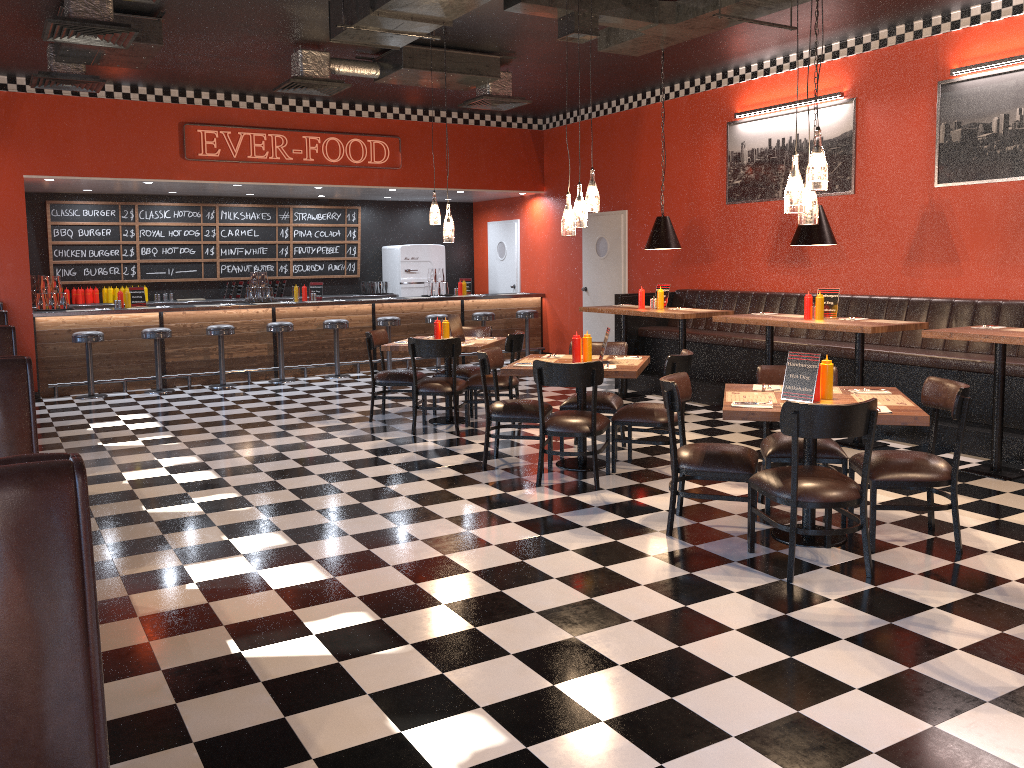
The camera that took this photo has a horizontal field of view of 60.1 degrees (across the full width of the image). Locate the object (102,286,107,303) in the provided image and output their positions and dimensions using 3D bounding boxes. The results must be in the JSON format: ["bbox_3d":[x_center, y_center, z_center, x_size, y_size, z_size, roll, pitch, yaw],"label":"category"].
[{"bbox_3d":[-5.808,-1.275,12.644,0.068,0.237,0.068,3,7,36],"label":"object"}]

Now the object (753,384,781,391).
[{"bbox_3d":[1.479,0.019,5.145,0.157,0.019,0.256,2,8,16],"label":"object"}]

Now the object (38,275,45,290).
[{"bbox_3d":[-6.382,-1.377,12.029,0.105,0.208,0.105,5,8,44],"label":"object"}]

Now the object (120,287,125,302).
[{"bbox_3d":[-5.621,-1.298,12.786,0.068,0.237,0.068,3,7,36],"label":"object"}]

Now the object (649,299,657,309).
[{"bbox_3d":[1.502,-0.866,9.393,0.047,0.135,0.094,-6,8,-39],"label":"object"}]

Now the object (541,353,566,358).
[{"bbox_3d":[0.322,-0.222,6.966,0.157,0.019,0.256,2,8,17],"label":"object"}]

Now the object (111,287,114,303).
[{"bbox_3d":[-5.741,-1.284,12.703,0.068,0.237,0.068,-4,6,-28],"label":"object"}]

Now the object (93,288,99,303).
[{"bbox_3d":[-5.894,-1.262,12.561,0.068,0.237,0.068,-4,6,-28],"label":"object"}]

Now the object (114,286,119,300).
[{"bbox_3d":[-5.666,-1.286,12.705,0.068,0.237,0.068,-4,7,-32],"label":"object"}]

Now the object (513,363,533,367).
[{"bbox_3d":[0.142,-0.145,6.441,0.255,0.019,0.158,1,8,14],"label":"object"}]

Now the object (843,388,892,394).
[{"bbox_3d":[1.985,0.036,4.974,0.255,0.019,0.158,0,8,8],"label":"object"}]

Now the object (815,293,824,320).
[{"bbox_3d":[2.598,-0.663,7.480,0.068,0.237,0.068,-3,6,-21],"label":"object"}]

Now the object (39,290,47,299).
[{"bbox_3d":[-6.350,-1.163,12.000,0.105,0.208,0.105,5,8,44],"label":"object"}]

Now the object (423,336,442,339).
[{"bbox_3d":[-0.787,-0.466,8.807,0.157,0.019,0.256,2,8,17],"label":"object"}]

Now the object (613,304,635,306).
[{"bbox_3d":[1.249,-0.893,10.019,0.255,0.019,0.158,-6,10,-33],"label":"object"}]

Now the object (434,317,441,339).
[{"bbox_3d":[-0.701,-0.513,8.345,0.068,0.237,0.068,0,6,12],"label":"object"}]

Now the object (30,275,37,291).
[{"bbox_3d":[-6.475,-1.367,11.968,0.105,0.208,0.105,5,8,44],"label":"object"}]

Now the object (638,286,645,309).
[{"bbox_3d":[1.379,-0.920,9.419,0.068,0.237,0.068,3,7,34],"label":"object"}]

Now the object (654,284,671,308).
[{"bbox_3d":[1.603,-0.943,9.488,0.072,0.256,0.189,-5,8,-39],"label":"object"}]

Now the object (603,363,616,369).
[{"bbox_3d":[0.660,-0.128,6.267,0.157,0.019,0.256,0,8,7],"label":"object"}]

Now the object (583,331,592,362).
[{"bbox_3d":[0.555,-0.275,6.535,0.068,0.237,0.068,-3,6,-25],"label":"object"}]

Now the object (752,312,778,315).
[{"bbox_3d":[2.332,-0.656,8.236,0.255,0.019,0.158,-6,10,-33],"label":"object"}]

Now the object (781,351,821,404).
[{"bbox_3d":[1.525,-0.036,4.681,0.072,0.256,0.189,-6,8,-40],"label":"object"}]

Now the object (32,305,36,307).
[{"bbox_3d":[-6.440,-1.074,12.066,0.273,0.018,0.438,-6,9,-30],"label":"object"}]

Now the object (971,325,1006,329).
[{"bbox_3d":[3.437,-0.413,6.408,0.255,0.019,0.158,-6,10,-33],"label":"object"}]

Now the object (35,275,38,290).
[{"bbox_3d":[-6.525,-1.381,12.075,0.105,0.208,0.105,5,8,44],"label":"object"}]

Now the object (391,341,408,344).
[{"bbox_3d":[-0.984,-0.387,8.271,0.255,0.019,0.158,2,8,18],"label":"object"}]

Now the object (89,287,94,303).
[{"bbox_3d":[-5.982,-1.265,12.590,0.068,0.237,0.068,-4,7,-29],"label":"object"}]

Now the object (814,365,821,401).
[{"bbox_3d":[1.604,-0.030,4.702,0.068,0.237,0.068,-3,6,-25],"label":"object"}]

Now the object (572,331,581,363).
[{"bbox_3d":[0.474,-0.267,6.489,0.068,0.237,0.068,-3,6,-25],"label":"object"}]

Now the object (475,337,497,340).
[{"bbox_3d":[-0.273,-0.442,8.587,0.255,0.019,0.158,0,8,9],"label":"object"}]

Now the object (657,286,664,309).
[{"bbox_3d":[1.558,-0.904,9.286,0.068,0.237,0.068,3,7,34],"label":"object"}]

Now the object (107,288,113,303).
[{"bbox_3d":[-5.726,-1.270,12.602,0.068,0.237,0.068,3,7,36],"label":"object"}]

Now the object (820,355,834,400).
[{"bbox_3d":[1.686,-0.038,4.748,0.068,0.237,0.068,-3,6,-25],"label":"object"}]

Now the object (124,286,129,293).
[{"bbox_3d":[-5.543,-1.295,12.759,0.068,0.237,0.068,3,7,36],"label":"object"}]

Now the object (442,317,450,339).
[{"bbox_3d":[-0.620,-0.507,8.298,0.068,0.237,0.068,-2,6,-16],"label":"object"}]

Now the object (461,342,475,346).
[{"bbox_3d":[-0.431,-0.366,8.066,0.157,0.019,0.256,1,8,15],"label":"object"}]

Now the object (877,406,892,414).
[{"bbox_3d":[1.799,0.116,4.427,0.157,0.019,0.256,1,8,14],"label":"object"}]

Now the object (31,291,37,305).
[{"bbox_3d":[-6.446,-1.152,11.931,0.105,0.208,0.105,5,8,44],"label":"object"}]

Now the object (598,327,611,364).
[{"bbox_3d":[0.683,-0.285,6.531,0.072,0.256,0.189,-1,6,-1],"label":"object"}]

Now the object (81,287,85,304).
[{"bbox_3d":[-6.073,-1.253,12.511,0.068,0.237,0.068,-4,6,-28],"label":"object"}]

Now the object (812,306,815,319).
[{"bbox_3d":[2.587,-0.628,7.601,0.047,0.135,0.094,-6,8,-40],"label":"object"}]

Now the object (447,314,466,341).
[{"bbox_3d":[-0.531,-0.540,8.455,0.072,0.256,0.189,-6,8,-40],"label":"object"}]

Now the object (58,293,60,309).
[{"bbox_3d":[-5.521,-1.017,10.882,0.105,0.208,0.106,5,8,44],"label":"object"}]

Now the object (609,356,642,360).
[{"bbox_3d":[0.866,-0.204,6.784,0.255,0.019,0.158,1,8,16],"label":"object"}]

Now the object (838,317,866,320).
[{"bbox_3d":[2.846,-0.548,7.420,0.255,0.019,0.158,-6,10,-33],"label":"object"}]

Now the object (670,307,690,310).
[{"bbox_3d":[1.732,-0.783,9.193,0.255,0.019,0.158,-6,10,-33],"label":"object"}]

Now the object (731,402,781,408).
[{"bbox_3d":[1.264,0.103,4.576,0.255,0.019,0.158,2,8,17],"label":"object"}]

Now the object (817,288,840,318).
[{"bbox_3d":[2.721,-0.698,7.647,0.188,0.256,0.072,4,8,39],"label":"object"}]

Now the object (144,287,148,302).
[{"bbox_3d":[-5.350,-1.321,12.924,0.068,0.237,0.068,-4,6,-28],"label":"object"}]

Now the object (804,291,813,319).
[{"bbox_3d":[2.518,-0.669,7.527,0.068,0.237,0.068,-2,6,-10],"label":"object"}]
